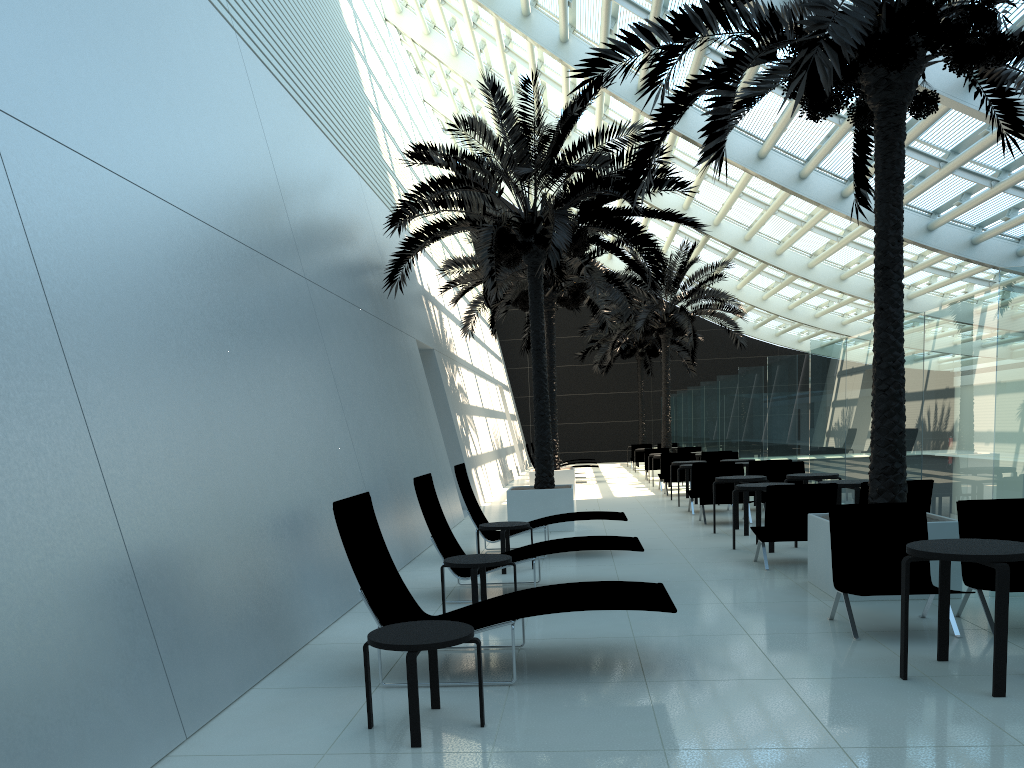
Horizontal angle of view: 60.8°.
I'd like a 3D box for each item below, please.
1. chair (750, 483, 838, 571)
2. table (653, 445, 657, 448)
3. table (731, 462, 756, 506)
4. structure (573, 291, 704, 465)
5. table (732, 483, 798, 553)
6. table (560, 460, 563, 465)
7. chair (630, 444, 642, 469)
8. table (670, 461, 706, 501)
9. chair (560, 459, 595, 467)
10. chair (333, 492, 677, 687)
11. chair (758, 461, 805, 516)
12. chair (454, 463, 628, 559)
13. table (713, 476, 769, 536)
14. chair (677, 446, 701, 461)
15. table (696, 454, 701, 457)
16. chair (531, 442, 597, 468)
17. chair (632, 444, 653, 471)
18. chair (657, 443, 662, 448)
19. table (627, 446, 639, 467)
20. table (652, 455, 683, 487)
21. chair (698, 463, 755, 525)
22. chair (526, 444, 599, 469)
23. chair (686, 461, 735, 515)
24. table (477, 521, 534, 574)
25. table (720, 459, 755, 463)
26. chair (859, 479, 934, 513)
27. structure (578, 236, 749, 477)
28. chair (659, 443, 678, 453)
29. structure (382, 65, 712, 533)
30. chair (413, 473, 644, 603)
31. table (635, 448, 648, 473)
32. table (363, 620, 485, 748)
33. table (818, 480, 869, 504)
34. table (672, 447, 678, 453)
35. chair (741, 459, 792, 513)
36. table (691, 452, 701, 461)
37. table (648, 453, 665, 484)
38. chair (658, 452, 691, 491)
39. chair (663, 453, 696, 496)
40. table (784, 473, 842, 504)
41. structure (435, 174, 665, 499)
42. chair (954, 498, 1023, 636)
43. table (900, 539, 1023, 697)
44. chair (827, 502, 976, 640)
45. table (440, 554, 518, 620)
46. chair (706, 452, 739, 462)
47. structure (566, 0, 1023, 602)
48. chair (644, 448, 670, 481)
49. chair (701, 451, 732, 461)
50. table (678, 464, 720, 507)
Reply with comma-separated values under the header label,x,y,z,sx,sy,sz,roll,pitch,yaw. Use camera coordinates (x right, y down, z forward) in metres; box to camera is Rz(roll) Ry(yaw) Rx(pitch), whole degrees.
label,x,y,z,sx,sy,sz,roll,pitch,yaw
chair,2.982,1.479,9.299,0.716,0.897,0.878,-2,2,4
table,5.726,2.706,33.014,0.674,0.789,0.677,-5,4,-38
table,4.447,1.847,16.171,0.674,0.789,0.678,-5,4,-43
structure,5.240,-0.314,34.417,4.443,7.098,4.767,-4,4,-17
table,3.043,1.597,10.480,0.674,0.789,0.678,-5,4,-43
table,1.393,2.800,29.035,0.549,0.523,0.553,-4,3,-43
chair,4.699,2.633,31.911,0.716,0.897,0.878,-2,2,4
table,3.601,1.965,17.707,0.679,0.789,0.673,0,4,43
chair,1.849,2.513,30.120,2.037,1.171,0.911,-2,3,5
chair,-0.008,1.265,5.664,2.037,1.171,0.911,-2,3,5
chair,4.206,1.644,13.292,0.716,0.897,0.878,-2,2,4
chair,0.381,1.527,10.786,2.037,1.171,0.911,-2,3,5
table,3.175,1.679,12.089,0.679,0.789,0.673,0,4,43
chair,5.055,2.215,24.481,0.716,0.897,0.878,-2,2,4
table,4.874,2.133,21.789,0.674,0.789,0.678,-5,4,-43
chair,1.648,2.378,27.480,2.037,1.171,0.911,-2,3,5
chair,4.556,2.547,30.222,0.716,0.897,0.878,-2,2,4
chair,5.628,2.590,31.836,0.716,0.897,0.878,-2,2,4
table,4.760,2.751,33.092,0.674,0.789,0.677,-5,4,-38
table,3.908,2.178,21.866,0.674,0.789,0.678,-5,4,-43
chair,3.276,1.687,13.366,0.716,0.897,0.878,-2,2,4
chair,1.454,2.248,24.919,2.037,1.171,0.911,-2,3,5
chair,3.420,1.773,15.067,0.716,0.897,0.878,-2,2,4
table,-0.075,1.814,9.700,0.549,0.523,0.553,-4,3,-43
table,4.567,1.921,17.630,0.679,0.789,0.673,0,4,43
chair,3.911,1.436,9.225,0.716,0.897,0.878,-2,2,4
structure,4.598,-0.727,26.310,4.821,7.100,4.390,-2,4,-2
chair,5.486,2.504,30.147,0.716,0.897,0.878,-2,2,4
structure,0.444,-1.171,13.207,4.627,6.911,4.239,-4,5,-17
chair,0.186,1.396,8.225,2.037,1.171,0.911,-2,3,5
table,4.453,2.538,28.932,0.679,0.789,0.673,0,4,43
table,-0.464,1.552,4.579,0.549,0.523,0.553,-4,3,-43
table,4.009,1.552,10.403,0.674,0.789,0.678,-5,4,-43
table,5.420,2.494,28.855,0.679,0.789,0.673,0,4,43
chair,4.349,1.730,14.993,0.716,0.897,0.878,-2,2,4
table,4.991,2.206,23.213,0.679,0.789,0.673,0,4,43
table,4.025,2.250,23.290,0.679,0.789,0.673,0,4,43
chair,3.847,2.060,20.685,0.716,0.897,0.878,-2,2,4
chair,3.704,1.974,18.997,0.716,0.897,0.878,-2,2,4
table,4.141,1.634,12.012,0.679,0.789,0.673,0,4,43
structure,0.692,-0.887,19.194,4.282,6.972,4.582,1,5,38
chair,3.661,1.278,6.114,0.716,0.897,0.878,-2,2,4
table,2.638,1.318,5.025,0.674,0.789,0.677,-5,4,-38
chair,2.731,1.321,6.188,0.716,0.897,0.878,-2,2,4
table,-0.270,1.683,7.140,0.549,0.523,0.553,-4,3,-43
chair,4.633,1.932,18.922,0.716,0.897,0.878,-2,2,4
structure,3.156,-1.700,7.250,4.825,7.099,4.387,-1,5,23
chair,4.126,2.258,24.555,0.716,0.897,0.878,-2,2,4
chair,4.776,2.017,20.611,0.716,0.897,0.878,-2,2,4
table,3.481,1.891,16.249,0.674,0.789,0.678,-5,4,-43
